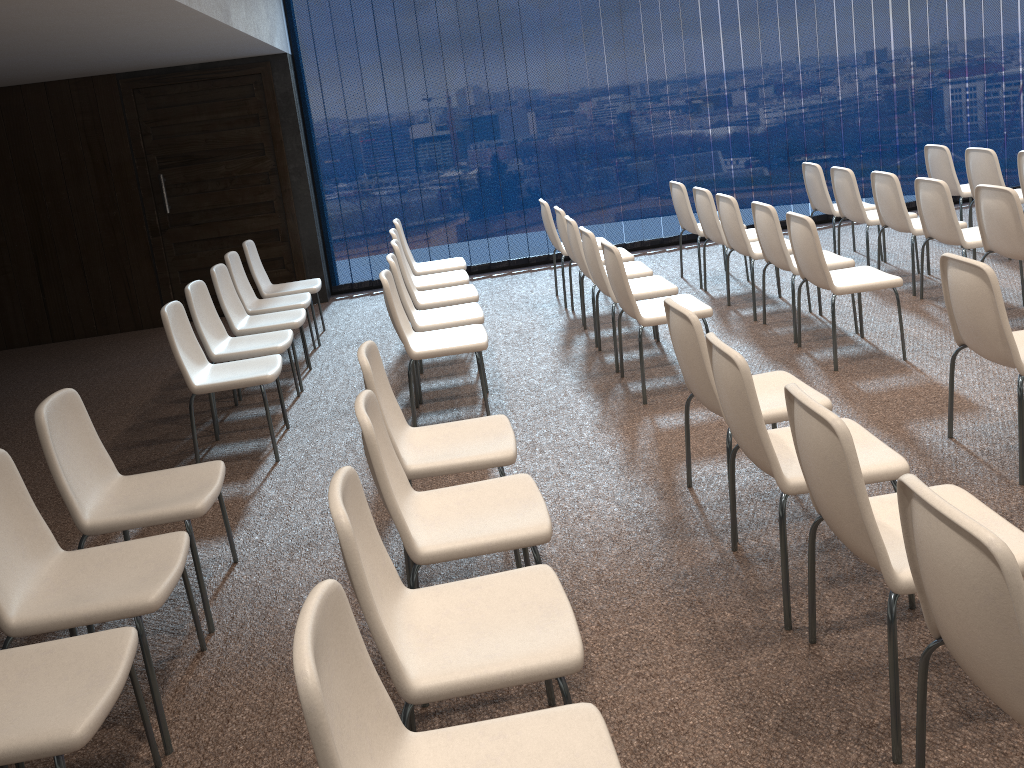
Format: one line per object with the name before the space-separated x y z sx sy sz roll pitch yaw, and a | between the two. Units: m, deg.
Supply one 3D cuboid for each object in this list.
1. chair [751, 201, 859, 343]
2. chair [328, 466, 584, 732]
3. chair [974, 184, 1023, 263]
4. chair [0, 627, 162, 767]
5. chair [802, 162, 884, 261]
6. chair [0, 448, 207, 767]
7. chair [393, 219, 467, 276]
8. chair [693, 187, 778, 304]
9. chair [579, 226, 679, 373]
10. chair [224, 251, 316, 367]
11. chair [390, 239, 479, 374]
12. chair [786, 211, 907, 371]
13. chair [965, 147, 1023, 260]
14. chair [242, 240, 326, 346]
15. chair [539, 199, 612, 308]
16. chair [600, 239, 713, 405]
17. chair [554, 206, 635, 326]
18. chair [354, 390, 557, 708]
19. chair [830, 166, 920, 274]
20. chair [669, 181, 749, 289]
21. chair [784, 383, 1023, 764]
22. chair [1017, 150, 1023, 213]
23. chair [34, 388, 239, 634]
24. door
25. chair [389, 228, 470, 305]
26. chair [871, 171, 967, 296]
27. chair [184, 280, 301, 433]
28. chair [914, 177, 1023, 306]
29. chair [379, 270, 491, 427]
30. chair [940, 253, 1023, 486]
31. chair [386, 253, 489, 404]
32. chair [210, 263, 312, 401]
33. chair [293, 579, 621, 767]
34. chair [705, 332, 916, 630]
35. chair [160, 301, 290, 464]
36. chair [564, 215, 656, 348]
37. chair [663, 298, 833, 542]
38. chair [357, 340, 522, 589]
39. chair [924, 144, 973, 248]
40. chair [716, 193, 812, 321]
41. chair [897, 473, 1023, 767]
chair | 1.927 -0.799 5.815 0.559 0.875 0.547 -8 12 -4
chair | -0.116 0.629 2.235 0.559 0.875 0.546 -9 12 -6
chair | 3.172 -0.802 5.331 0.559 0.875 0.546 -9 12 -6
chair | -1.263 0.790 2.192 0.559 0.875 0.547 -9 12 -5
chair | 2.885 -1.532 7.686 0.558 0.875 0.547 -8 12 -2
chair | -1.319 0.620 2.737 0.559 0.875 0.546 -9 12 -6
chair | -0.663 -0.980 7.393 0.559 0.875 0.547 -8 12 -4
chair | 1.774 -1.154 6.964 0.559 0.875 0.546 -9 12 -6
chair | 0.767 -0.610 5.692 0.559 0.875 0.547 -9 12 -5
chair | -1.818 -0.598 6.675 0.559 0.875 0.547 -9 12 -5
chair | -0.515 -0.608 6.192 0.559 0.875 0.546 -9 12 -5
chair | 1.973 -0.613 5.223 0.558 0.875 0.547 -8 12 -3
chair | 4.088 -1.534 7.218 0.559 0.875 0.546 -9 12 -6
chair | -1.862 -0.779 7.247 0.559 0.875 0.546 -9 12 -5
chair | 0.560 -1.169 7.488 0.558 0.875 0.547 -8 12 -3
chair | 0.846 -0.425 5.090 0.559 0.875 0.546 -9 12 -5
chair | 0.658 -0.982 6.877 0.559 0.875 0.547 -8 12 -3
chair | -0.163 0.436 2.846 0.559 0.875 0.546 -9 12 -6
chair | 2.929 -1.350 7.111 0.559 0.875 0.547 -8 12 -4
chair | 1.695 -1.341 7.569 0.559 0.875 0.546 -9 12 -5
chair | 1.087 0.420 2.403 0.558 0.875 0.547 -8 12 -3
chair | 4.182 -1.352 6.622 0.559 0.875 0.547 -8 12 -4
chair | -1.398 0.433 3.342 0.559 0.875 0.546 -9 12 -6
door | -2.852 -1.841 8.541 1.403 2.339 0.276 -9 10 -5
chair | -0.609 -0.792 6.791 0.559 0.875 0.547 -8 12 -5
chair | 3.023 -1.175 6.535 0.558 0.875 0.547 -8 12 -3
chair | -1.670 -0.235 5.501 0.558 0.875 0.547 -8 12 -3
chair | 3.078 -0.986 5.932 0.559 0.875 0.547 -8 12 -4
chair | -0.414 -0.237 5.012 0.558 0.875 0.547 -8 12 -3
chair | 2.152 -0.134 3.682 0.558 0.875 0.547 -8 12 -2
chair | -0.458 -0.417 5.581 0.559 0.875 0.546 -9 12 -5
chair | -1.723 -0.423 6.099 0.559 0.875 0.547 -8 12 -4
chair | -0.056 0.806 1.668 0.558 0.875 0.547 -8 12 -3
chair | 0.993 0.244 2.979 0.558 0.875 0.547 -8 12 -3
chair | -1.575 -0.051 4.897 0.559 0.875 0.546 -9 12 -6
chair | 0.705 -0.790 6.268 0.558 0.875 0.547 -8 12 -2
chair | 0.950 0.065 3.546 0.559 0.875 0.546 -9 12 -6
chair | -0.262 0.248 3.462 0.558 0.875 0.547 -8 12 -3
chair | 4.034 -1.724 7.823 0.558 0.875 0.547 -8 12 -3
chair | 1.830 -0.983 6.418 0.559 0.875 0.546 -9 12 -5
chair | 1.142 0.609 1.799 0.559 0.875 0.547 -8 12 -4
